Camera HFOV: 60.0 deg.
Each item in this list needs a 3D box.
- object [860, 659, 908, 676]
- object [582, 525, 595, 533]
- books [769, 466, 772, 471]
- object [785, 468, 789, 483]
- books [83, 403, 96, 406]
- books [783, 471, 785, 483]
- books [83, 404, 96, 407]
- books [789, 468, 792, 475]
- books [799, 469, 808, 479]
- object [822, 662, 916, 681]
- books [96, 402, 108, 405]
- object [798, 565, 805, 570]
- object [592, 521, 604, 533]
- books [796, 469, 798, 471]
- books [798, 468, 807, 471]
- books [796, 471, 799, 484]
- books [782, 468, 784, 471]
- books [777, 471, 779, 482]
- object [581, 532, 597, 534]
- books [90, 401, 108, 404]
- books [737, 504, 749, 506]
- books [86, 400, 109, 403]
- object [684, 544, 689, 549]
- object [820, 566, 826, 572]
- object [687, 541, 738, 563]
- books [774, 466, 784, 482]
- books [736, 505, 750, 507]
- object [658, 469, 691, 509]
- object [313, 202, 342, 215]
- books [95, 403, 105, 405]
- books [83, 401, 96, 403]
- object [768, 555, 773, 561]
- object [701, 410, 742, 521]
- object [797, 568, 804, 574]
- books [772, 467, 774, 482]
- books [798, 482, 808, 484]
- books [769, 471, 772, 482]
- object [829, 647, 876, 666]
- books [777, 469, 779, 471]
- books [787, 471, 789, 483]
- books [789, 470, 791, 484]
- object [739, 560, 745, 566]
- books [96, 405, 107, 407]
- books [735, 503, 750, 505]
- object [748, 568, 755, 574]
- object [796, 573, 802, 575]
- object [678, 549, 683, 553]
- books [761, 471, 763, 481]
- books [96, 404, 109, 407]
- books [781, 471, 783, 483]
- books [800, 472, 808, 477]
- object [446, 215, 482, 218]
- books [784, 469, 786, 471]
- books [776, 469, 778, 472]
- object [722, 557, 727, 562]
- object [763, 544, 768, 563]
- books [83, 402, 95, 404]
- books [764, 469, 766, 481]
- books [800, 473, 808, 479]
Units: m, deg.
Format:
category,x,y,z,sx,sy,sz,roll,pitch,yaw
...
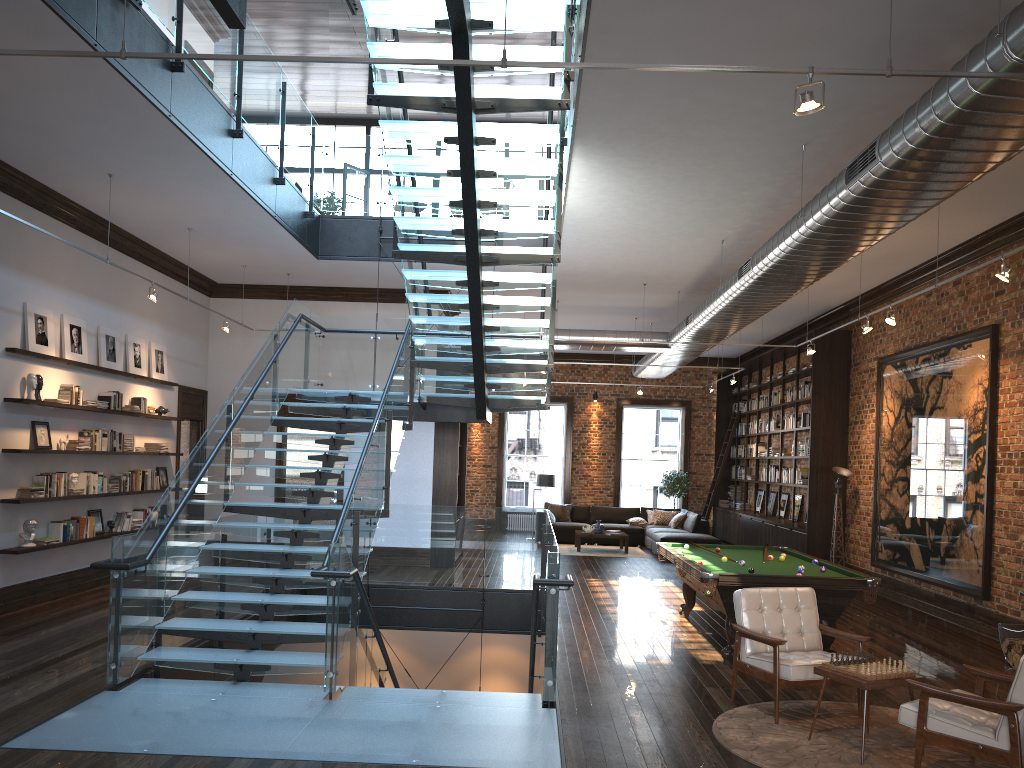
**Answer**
category,x,y,z,sx,sy,sz,roll,pitch,yaw
object,2.293,1.727,5.460,0.335,0.101,0.075,4,-2,-24
object,1.533,2.892,17.626,0.219,0.159,0.218,-1,-4,43
books,5.331,1.839,18.116,0.170,0.311,0.039,2,0,1
object,5.290,1.748,16.873,0.166,0.282,0.015,2,0,1
books,-4.934,0.236,10.262,0.159,0.014,0.184,2,-5,1
books,5.290,1.785,17.016,0.167,0.234,0.032,2,0,1
books,-4.938,0.249,10.248,0.156,0.015,0.211,2,-5,1
books,5.296,1.728,16.687,0.152,0.291,0.031,2,0,1
books,5.290,1.680,16.100,0.159,0.285,0.014,2,0,1
object,2.239,1.797,5.578,0.389,0.028,0.389,4,-5,-23
books,-4.934,0.231,10.535,0.142,0.011,0.256,2,-5,3
object,2.726,1.736,8.352,0.057,0.057,0.057,0,-3,41
object,1.735,2.867,17.787,0.215,0.251,0.215,0,-3,34
books,5.282,1.699,16.247,0.175,0.272,0.031,2,0,1
books,5.291,1.678,16.163,0.149,0.300,0.013,2,0,1
books,5.264,1.702,16.137,0.176,0.246,0.039,2,0,1
books,5.312,1.776,17.232,0.132,0.291,0.016,2,0,1
books,5.301,1.824,17.418,0.191,0.218,0.033,2,0,1
object,1.521,2.961,17.616,0.267,0.018,0.202,0,-5,25
books,-4.936,0.220,10.535,0.141,0.011,0.287,2,-5,1
books,5.292,2.776,20.335,0.228,0.008,0.333,1,-5,7
books,-4.927,0.210,10.535,0.142,0.011,0.258,1,-5,6
object,2.009,1.872,10.198,0.057,0.057,0.057,2,-3,2
object,2.922,1.741,8.330,0.057,0.057,0.057,1,-3,23
object,2.176,1.827,9.709,0.028,0.072,1.610,2,-5,-6
books,5.301,1.789,17.584,0.186,0.317,0.015,2,0,1
books,5.297,2.799,20.335,0.229,0.008,0.331,2,-5,-2
object,3.858,2.953,21.242,0.812,1.862,0.802,2,-1,10
object,-3.623,-2.828,17.121,0.813,1.862,0.800,3,-1,-40
books,-4.932,0.242,10.535,0.142,0.011,0.257,2,-5,-1
books,-4.938,0.208,10.256,0.152,0.013,0.196,2,-5,1
object,2.696,1.812,9.245,0.057,0.057,0.057,4,-3,-34
object,4.730,2.145,20.428,0.897,3.073,0.496,2,0,1
object,2.634,1.711,8.092,0.057,0.057,0.057,2,-3,6
books,5.313,1.820,17.779,0.184,0.288,0.016,2,0,1
books,5.218,1.765,15.817,0.161,0.012,0.304,1,-5,7
books,5.314,1.882,18.015,0.174,0.206,0.031,2,0,1
object,2.190,1.744,5.697,0.335,0.101,0.075,4,-2,-24
books,5.309,1.807,17.441,0.176,0.256,0.014,2,0,1
books,5.286,1.761,16.762,0.165,0.238,0.034,2,0,1
books,5.282,1.740,16.563,0.191,0.245,0.031,2,0,1
object,2.239,1.743,8.624,0.057,0.057,0.057,3,-3,-28
books,-4.937,0.263,10.535,0.142,0.011,0.255,2,-5,2
books,5.292,2.752,20.336,0.227,0.007,0.373,2,-5,-4
object,2.162,1.687,8.010,0.057,0.057,0.057,2,-3,6
object,2.494,1.672,7.701,0.057,0.057,0.057,1,-3,19
object,1.825,1.817,9.633,0.057,0.057,0.057,2,-3,0
books,5.337,1.940,18.637,0.178,0.205,0.068,2,-1,1
books,-4.932,0.252,10.535,0.141,0.011,0.288,2,-5,4
books,5.302,1.808,17.207,0.153,0.221,0.034,2,0,1
books,5.289,1.706,16.077,0.141,0.229,0.032,2,0,1
object,-0.907,-2.745,17.025,0.811,1.862,0.802,1,-1,45
books,5.302,1.766,17.038,0.146,0.275,0.013,2,0,1
books,5.308,1.814,17.538,0.171,0.258,0.013,2,0,1
object,2.138,1.766,8.922,0.057,0.057,0.057,0,-3,38
object,2.772,1.846,9.695,0.028,0.072,1.611,2,-5,17
books,-4.938,0.220,10.247,0.125,0.014,0.214,2,-5,1
books,5.317,1.884,18.349,0.189,0.260,0.027,2,0,1
books,5.290,1.712,16.043,0.136,0.210,0.036,2,0,1
